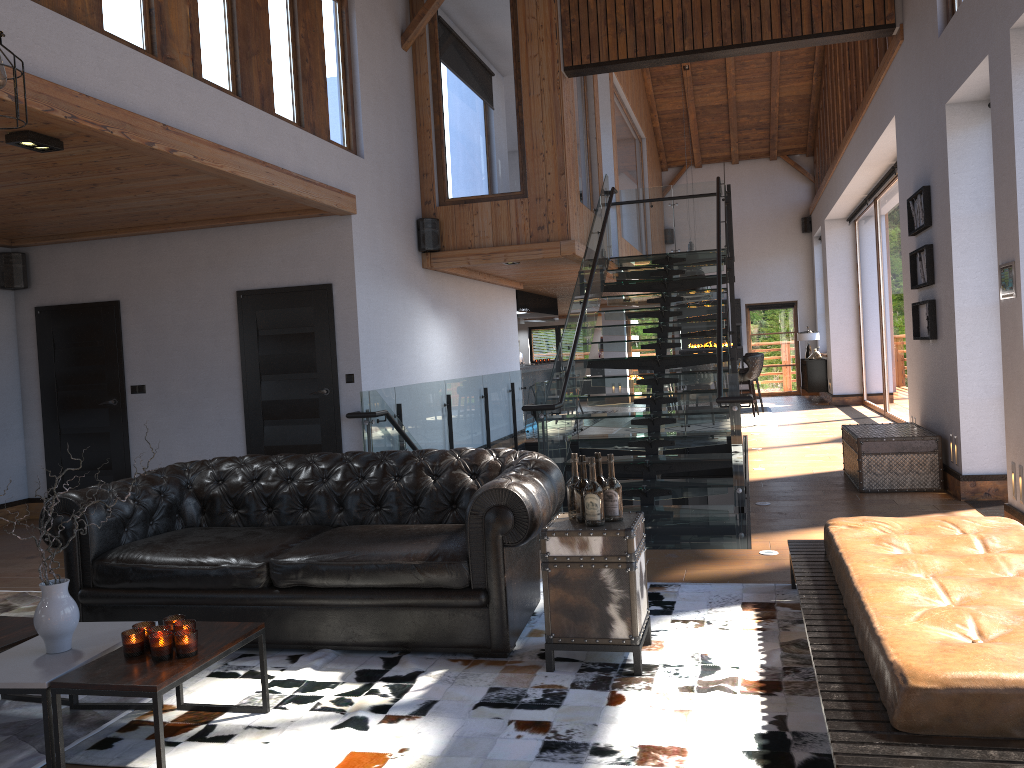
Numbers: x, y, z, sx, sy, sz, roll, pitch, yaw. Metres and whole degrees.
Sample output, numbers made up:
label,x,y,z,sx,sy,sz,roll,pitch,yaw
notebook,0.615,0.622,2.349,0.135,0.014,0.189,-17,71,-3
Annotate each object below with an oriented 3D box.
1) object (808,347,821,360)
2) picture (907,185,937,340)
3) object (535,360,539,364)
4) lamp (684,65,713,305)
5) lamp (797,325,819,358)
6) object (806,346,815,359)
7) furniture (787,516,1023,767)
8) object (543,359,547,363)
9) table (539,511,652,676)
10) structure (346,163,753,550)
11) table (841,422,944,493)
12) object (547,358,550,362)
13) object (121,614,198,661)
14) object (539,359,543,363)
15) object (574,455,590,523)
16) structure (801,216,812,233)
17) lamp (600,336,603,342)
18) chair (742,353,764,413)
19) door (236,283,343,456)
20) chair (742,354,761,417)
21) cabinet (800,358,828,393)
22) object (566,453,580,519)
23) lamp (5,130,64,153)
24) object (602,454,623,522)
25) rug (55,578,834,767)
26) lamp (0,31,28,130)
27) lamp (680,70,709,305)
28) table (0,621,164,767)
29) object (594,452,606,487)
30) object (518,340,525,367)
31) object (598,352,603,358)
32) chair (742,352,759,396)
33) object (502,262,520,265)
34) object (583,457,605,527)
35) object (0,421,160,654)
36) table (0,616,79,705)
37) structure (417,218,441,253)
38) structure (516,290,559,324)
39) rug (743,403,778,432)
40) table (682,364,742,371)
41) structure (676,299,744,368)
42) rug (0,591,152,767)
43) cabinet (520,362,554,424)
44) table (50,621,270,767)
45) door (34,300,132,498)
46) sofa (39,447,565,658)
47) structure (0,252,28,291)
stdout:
label,x,y,z,sx,sy,sz,roll,pitch,yaw
object,6.240,-0.633,18.307,0.181,0.262,0.497,-4,2,-17
picture,3.659,-1.051,7.924,0.059,1.312,0.779,-3,2,15
object,0.491,-0.443,17.624,0.080,0.081,0.078,-4,2,-31
lamp,3.504,-3.832,17.238,0.628,4.683,0.615,-4,2,-31
lamp,6.475,-0.916,19.357,0.466,0.725,0.474,-3,2,23
object,6.344,-0.672,18.855,0.149,0.287,0.503,-3,2,15
furniture,1.710,0.918,3.327,1.169,0.436,2.776,-3,2,15
object,0.677,-0.479,18.336,0.080,0.081,0.078,-4,2,-31
table,0.369,0.891,3.837,0.403,0.609,0.420,-3,2,14
structure,3.936,0.370,10.578,9.158,6.396,11.093,-3,2,14
table,3.407,0.644,8.020,0.680,0.469,1.262,-3,2,15
object,0.771,-0.496,18.693,0.080,0.081,0.078,-4,2,-31
object,-1.244,0.911,3.154,0.249,0.081,0.298,-5,2,-37
object,0.584,-0.461,17.980,0.080,0.081,0.078,-4,2,-31
object,0.310,0.450,3.829,0.087,0.286,0.087,-3,1,-8
structure,6.649,-3.589,20.008,0.212,0.349,0.215,-3,2,14
lamp,3.406,-0.595,26.242,1.634,1.698,0.522,-3,1,-8
chair,4.316,-0.009,16.122,0.569,1.092,0.504,-3,1,-2
door,-1.985,0.157,7.987,0.936,2.055,0.144,-3,1,14
chair,4.045,0.043,15.340,0.563,1.092,0.509,-3,2,23
cabinet,6.414,-0.204,18.844,0.400,0.655,1.878,-3,2,15
object,0.285,0.448,3.924,0.088,0.286,0.087,-3,1,-9
lamp,-2.633,-1.343,4.892,0.154,0.068,0.263,-3,2,14
object,0.430,0.444,3.817,0.087,0.286,0.088,-3,2,27
rug,0.521,1.160,3.827,3.785,0.053,2.447,-3,2,15
lamp,-1.735,-1.870,2.555,0.261,2.201,0.805,-3,1,6
lamp,3.099,-3.755,15.690,0.628,4.683,0.615,-4,2,-31
table,-1.656,1.147,3.254,0.398,0.350,0.653,-3,2,9
object,0.383,0.444,3.897,0.089,0.286,0.086,-4,2,-36
object,0.107,-0.523,15.226,0.225,0.452,0.226,-3,1,14
object,2.184,-0.664,21.819,0.151,0.504,0.326,-3,2,14
chair,4.513,-0.054,17.070,0.565,1.092,0.507,-3,1,13
object,-0.017,-1.355,9.723,0.154,0.068,0.263,-3,2,14
object,0.342,0.452,3.737,0.087,0.286,0.088,-3,1,24
object,-1.644,0.566,3.256,0.402,0.808,0.626,-3,2,25
table,-2.087,1.166,3.395,0.397,0.350,0.655,-3,2,19
structure,-0.882,-1.575,9.392,0.212,0.349,0.215,-3,2,14
structure,0.169,-1.393,16.301,0.707,0.476,3.270,-3,2,15
rug,3.380,0.598,15.906,2.537,0.047,5.666,-3,2,14
table,3.494,0.126,16.196,1.421,0.949,3.820,-3,2,15
structure,4.580,-1.092,20.474,1.436,1.649,0.435,-3,1,14
rug,-2.780,1.358,3.484,2.417,0.053,4.070,-3,2,15
cabinet,0.318,0.199,16.517,0.883,1.103,4.830,-3,2,15
table,-1.227,1.125,3.176,0.398,0.350,0.654,-3,2,14
door,-4.092,0.258,8.494,0.936,2.055,0.144,-3,1,14
sofa,-0.984,0.822,4.693,2.552,0.838,1.247,-3,2,13
structure,-4.783,-1.080,8.497,0.212,0.349,0.215,-3,2,14
